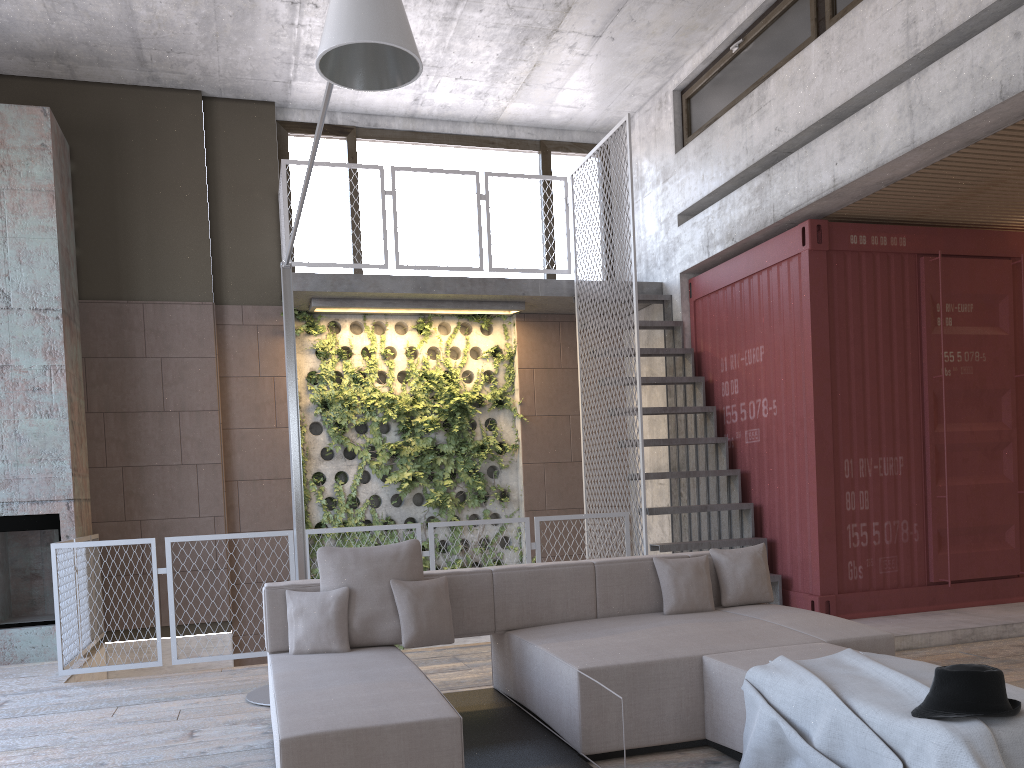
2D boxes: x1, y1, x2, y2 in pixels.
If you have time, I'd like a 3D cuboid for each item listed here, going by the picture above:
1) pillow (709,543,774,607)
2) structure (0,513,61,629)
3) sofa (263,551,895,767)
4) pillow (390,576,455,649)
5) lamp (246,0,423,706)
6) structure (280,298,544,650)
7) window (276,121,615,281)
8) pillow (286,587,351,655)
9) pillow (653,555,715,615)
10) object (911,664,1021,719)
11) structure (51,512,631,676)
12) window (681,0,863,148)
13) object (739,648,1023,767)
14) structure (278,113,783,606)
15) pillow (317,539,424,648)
[{"bbox_3d":[1.403,1.159,5.329,0.362,0.366,0.188,-2,0,-12],"label":"pillow"},{"bbox_3d":[-4.020,1.548,7.277,0.575,0.928,0.056,-2,2,-17],"label":"structure"},{"bbox_3d":[0.475,1.286,3.913,2.993,0.783,3.033,-1,-7,-17],"label":"sofa"},{"bbox_3d":[-0.458,1.202,4.628,0.376,0.372,0.170,0,-1,-43],"label":"pillow"},{"bbox_3d":[-0.932,0.143,4.751,0.753,3.422,2.640,-3,-1,-29],"label":"lamp"},{"bbox_3d":[-0.939,0.830,8.926,2.623,3.821,1.005,-2,1,-17],"label":"structure"},{"bbox_3d":[-0.605,-1.741,9.264,3.561,1.751,0.110,-1,1,-17],"label":"window"},{"bbox_3d":[-1.007,1.242,4.541,0.369,0.377,0.150,-3,0,16],"label":"pillow"},{"bbox_3d":[1.034,1.196,5.198,0.370,0.359,0.187,-2,0,-17],"label":"pillow"},{"bbox_3d":[1.444,0.977,2.796,0.301,0.169,0.300,0,-5,-29],"label":"object"},{"bbox_3d":[-1.384,1.694,7.730,4.421,0.933,1.940,-1,-6,-17],"label":"structure"},{"bbox_3d":[2.840,-3.046,4.414,0.113,0.604,8.500,-3,-6,-17],"label":"window"},{"bbox_3d":[1.421,1.266,2.971,1.044,0.501,1.606,-3,-6,2],"label":"object"},{"bbox_3d":[-0.080,0.111,8.005,3.678,4.314,3.047,-2,-1,-17],"label":"structure"},{"bbox_3d":[-0.740,1.115,4.651,0.562,0.557,0.221,-2,0,-15],"label":"pillow"}]
